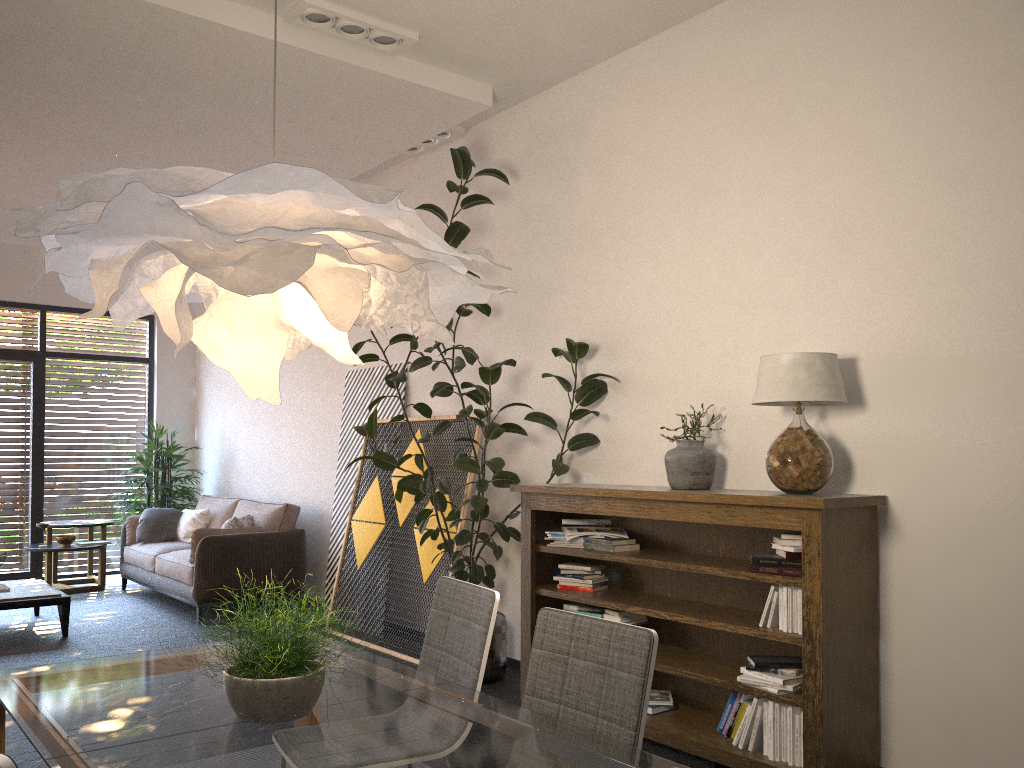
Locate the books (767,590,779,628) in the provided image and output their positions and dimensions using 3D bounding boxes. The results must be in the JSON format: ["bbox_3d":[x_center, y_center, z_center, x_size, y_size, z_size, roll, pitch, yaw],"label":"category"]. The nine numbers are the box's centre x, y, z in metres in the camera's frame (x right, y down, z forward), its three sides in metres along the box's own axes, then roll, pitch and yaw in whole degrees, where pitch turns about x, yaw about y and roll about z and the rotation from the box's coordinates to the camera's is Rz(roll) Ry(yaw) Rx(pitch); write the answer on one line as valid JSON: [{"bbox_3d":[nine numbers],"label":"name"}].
[{"bbox_3d":[1.122,0.937,3.701,0.120,0.157,0.056,2,-3,-38],"label":"books"}]

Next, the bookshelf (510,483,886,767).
[{"bbox_3d":[0.757,1.087,4.216,0.451,1.170,1.921,2,-4,-38],"label":"bookshelf"}]

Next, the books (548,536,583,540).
[{"bbox_3d":[0.389,0.819,4.754,0.318,0.011,0.253,-2,-5,23],"label":"books"}]

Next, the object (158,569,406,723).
[{"bbox_3d":[-0.550,0.622,2.128,0.532,0.366,0.668,3,-5,-43],"label":"object"}]

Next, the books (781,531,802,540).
[{"bbox_3d":[1.224,0.628,3.671,0.155,0.022,0.205,-3,-6,37],"label":"books"}]

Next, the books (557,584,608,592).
[{"bbox_3d":[0.381,1.091,4.774,0.224,0.021,0.159,-3,-6,37],"label":"books"}]

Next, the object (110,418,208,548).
[{"bbox_3d":[-3.755,1.215,9.415,0.913,1.720,0.980,-1,-2,17],"label":"object"}]

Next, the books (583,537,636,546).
[{"bbox_3d":[0.503,0.809,4.575,0.166,0.024,0.228,3,-5,-34],"label":"books"}]

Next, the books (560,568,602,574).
[{"bbox_3d":[0.370,1.005,4.775,0.221,0.023,0.148,0,-4,3],"label":"books"}]

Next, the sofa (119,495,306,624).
[{"bbox_3d":[-2.780,1.515,8.107,0.994,0.918,2.324,3,-5,-38],"label":"sofa"}]

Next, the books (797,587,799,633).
[{"bbox_3d":[1.211,0.915,3.614,0.136,0.188,0.018,2,-2,-38],"label":"books"}]

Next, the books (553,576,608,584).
[{"bbox_3d":[0.373,1.049,4.775,0.244,0.019,0.175,-3,-6,37],"label":"books"}]

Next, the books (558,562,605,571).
[{"bbox_3d":[0.377,0.984,4.774,0.205,0.020,0.155,-3,-6,37],"label":"books"}]

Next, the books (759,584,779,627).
[{"bbox_3d":[1.109,0.926,3.716,0.135,0.182,0.078,2,-3,-38],"label":"books"}]

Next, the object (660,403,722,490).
[{"bbox_3d":[0.845,0.297,4.232,0.275,0.411,0.386,-1,-3,30],"label":"object"}]

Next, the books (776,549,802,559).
[{"bbox_3d":[1.217,0.695,3.635,0.225,0.029,0.180,0,-4,4],"label":"books"}]

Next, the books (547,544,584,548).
[{"bbox_3d":[0.384,0.861,4.746,0.318,0.011,0.253,-2,-5,25],"label":"books"}]

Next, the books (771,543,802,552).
[{"bbox_3d":[1.221,0.671,3.643,0.244,0.019,0.175,1,-5,-13],"label":"books"}]

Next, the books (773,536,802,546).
[{"bbox_3d":[1.219,0.651,3.665,0.243,0.024,0.175,0,-5,7],"label":"books"}]

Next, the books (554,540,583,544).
[{"bbox_3d":[0.411,0.839,4.737,0.318,0.011,0.253,-1,-5,18],"label":"books"}]

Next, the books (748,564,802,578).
[{"bbox_3d":[1.168,0.766,3.675,0.286,0.034,0.230,-4,-6,44],"label":"books"}]

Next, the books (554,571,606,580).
[{"bbox_3d":[0.366,1.028,4.781,0.163,0.023,0.232,4,-6,-37],"label":"books"}]

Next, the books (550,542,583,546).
[{"bbox_3d":[0.395,0.850,4.743,0.318,0.011,0.253,-2,-5,21],"label":"books"}]

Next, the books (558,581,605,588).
[{"bbox_3d":[0.376,1.069,4.771,0.205,0.022,0.155,-3,-5,32],"label":"books"}]

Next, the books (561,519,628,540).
[{"bbox_3d":[0.435,0.782,4.723,0.322,0.108,0.273,0,-4,-3],"label":"books"}]

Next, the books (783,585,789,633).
[{"bbox_3d":[1.162,0.917,3.638,0.136,0.188,0.018,2,-2,-38],"label":"books"}]

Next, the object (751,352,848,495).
[{"bbox_3d":[1.210,0.173,3.733,0.389,0.581,0.390,-1,-3,21],"label":"object"}]

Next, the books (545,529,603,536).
[{"bbox_3d":[0.379,0.800,4.780,0.318,0.011,0.253,-2,-5,28],"label":"books"}]

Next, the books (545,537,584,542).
[{"bbox_3d":[0.377,0.830,4.765,0.318,0.011,0.253,-3,-5,33],"label":"books"}]

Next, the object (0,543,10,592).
[{"bbox_3d":[-2.030,-0.988,2.847,0.366,4.465,8.924,1,-4,-27],"label":"object"}]

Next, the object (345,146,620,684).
[{"bbox_3d":[-0.332,0.154,5.210,2.012,3.194,0.909,-1,-2,30],"label":"object"}]

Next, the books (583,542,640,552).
[{"bbox_3d":[0.512,0.837,4.571,0.180,0.034,0.243,3,-5,-35],"label":"books"}]

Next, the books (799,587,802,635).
[{"bbox_3d":[1.208,0.913,3.591,0.135,0.189,0.015,2,-2,-38],"label":"books"}]

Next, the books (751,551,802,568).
[{"bbox_3d":[1.061,-2.800,1.232,0.360,6.696,5.405,0,-3,3],"label":"books"}]

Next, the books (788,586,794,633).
[{"bbox_3d":[1.178,0.916,3.629,0.135,0.189,0.015,2,-2,-38],"label":"books"}]

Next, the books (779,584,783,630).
[{"bbox_3d":[1.158,0.921,3.682,0.136,0.188,0.018,2,-2,-38],"label":"books"}]

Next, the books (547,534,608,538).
[{"bbox_3d":[0.383,0.810,4.772,0.318,0.011,0.253,-2,-5,23],"label":"books"}]
